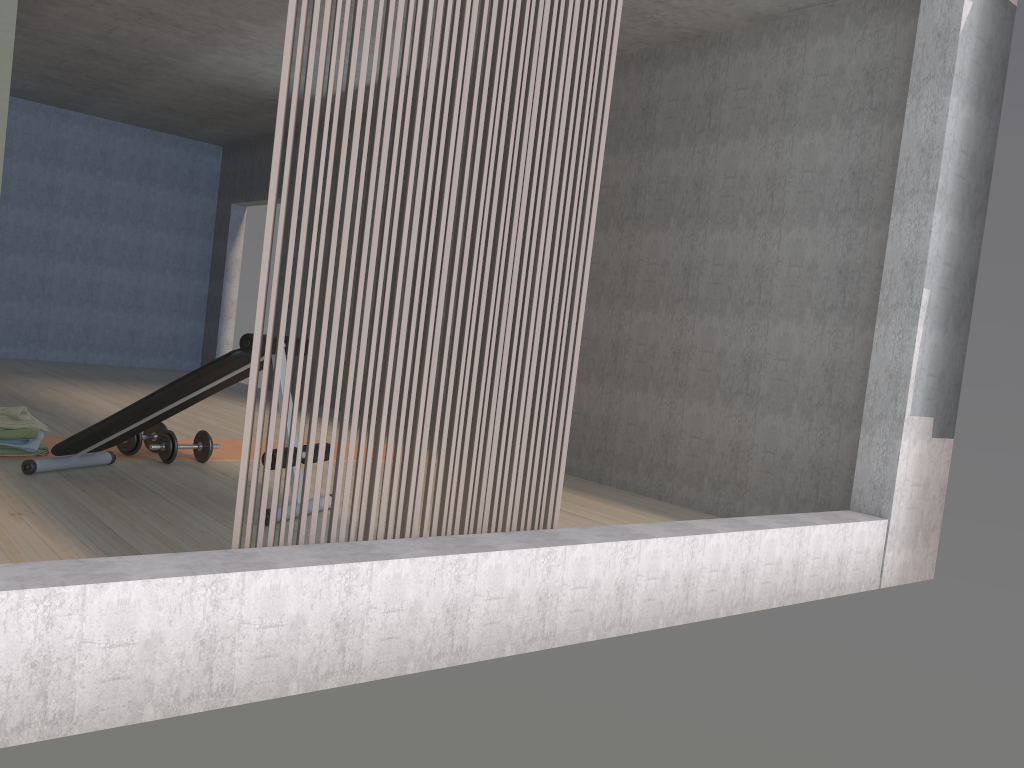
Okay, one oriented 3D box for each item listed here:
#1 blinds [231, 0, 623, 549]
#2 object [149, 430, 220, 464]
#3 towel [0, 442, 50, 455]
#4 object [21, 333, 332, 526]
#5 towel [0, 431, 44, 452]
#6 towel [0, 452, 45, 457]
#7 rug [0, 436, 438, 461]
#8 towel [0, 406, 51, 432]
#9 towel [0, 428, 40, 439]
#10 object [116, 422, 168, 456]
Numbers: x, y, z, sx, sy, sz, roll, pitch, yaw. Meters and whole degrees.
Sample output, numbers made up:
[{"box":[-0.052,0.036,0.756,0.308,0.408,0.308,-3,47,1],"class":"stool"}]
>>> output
[{"box":[-0.144,-0.670,2.514,1.133,2.744,0.069,4,4,-40],"class":"blinds"},{"box":[-1.718,0.331,4.668,0.176,0.176,0.385,9,4,41],"class":"object"},{"box":[-2.527,0.286,4.383,0.380,0.081,0.367,4,4,-42],"class":"towel"},{"box":[-1.437,0.108,3.928,1.312,0.746,0.505,8,3,19],"class":"object"},{"box":[-2.524,0.262,4.357,0.383,0.078,0.383,6,3,-23],"class":"towel"},{"box":[-2.549,0.307,4.377,0.376,0.044,0.371,4,4,-41],"class":"towel"},{"box":[-1.737,0.384,5.232,2.779,0.002,0.716,4,4,-40],"class":"rug"},{"box":[-2.521,0.171,4.357,0.373,0.123,0.384,9,3,33],"class":"towel"},{"box":[-2.532,0.226,4.333,0.376,0.085,0.371,5,3,-35],"class":"towel"},{"box":[-1.972,0.287,4.736,0.176,0.176,0.385,8,3,21],"class":"object"}]
